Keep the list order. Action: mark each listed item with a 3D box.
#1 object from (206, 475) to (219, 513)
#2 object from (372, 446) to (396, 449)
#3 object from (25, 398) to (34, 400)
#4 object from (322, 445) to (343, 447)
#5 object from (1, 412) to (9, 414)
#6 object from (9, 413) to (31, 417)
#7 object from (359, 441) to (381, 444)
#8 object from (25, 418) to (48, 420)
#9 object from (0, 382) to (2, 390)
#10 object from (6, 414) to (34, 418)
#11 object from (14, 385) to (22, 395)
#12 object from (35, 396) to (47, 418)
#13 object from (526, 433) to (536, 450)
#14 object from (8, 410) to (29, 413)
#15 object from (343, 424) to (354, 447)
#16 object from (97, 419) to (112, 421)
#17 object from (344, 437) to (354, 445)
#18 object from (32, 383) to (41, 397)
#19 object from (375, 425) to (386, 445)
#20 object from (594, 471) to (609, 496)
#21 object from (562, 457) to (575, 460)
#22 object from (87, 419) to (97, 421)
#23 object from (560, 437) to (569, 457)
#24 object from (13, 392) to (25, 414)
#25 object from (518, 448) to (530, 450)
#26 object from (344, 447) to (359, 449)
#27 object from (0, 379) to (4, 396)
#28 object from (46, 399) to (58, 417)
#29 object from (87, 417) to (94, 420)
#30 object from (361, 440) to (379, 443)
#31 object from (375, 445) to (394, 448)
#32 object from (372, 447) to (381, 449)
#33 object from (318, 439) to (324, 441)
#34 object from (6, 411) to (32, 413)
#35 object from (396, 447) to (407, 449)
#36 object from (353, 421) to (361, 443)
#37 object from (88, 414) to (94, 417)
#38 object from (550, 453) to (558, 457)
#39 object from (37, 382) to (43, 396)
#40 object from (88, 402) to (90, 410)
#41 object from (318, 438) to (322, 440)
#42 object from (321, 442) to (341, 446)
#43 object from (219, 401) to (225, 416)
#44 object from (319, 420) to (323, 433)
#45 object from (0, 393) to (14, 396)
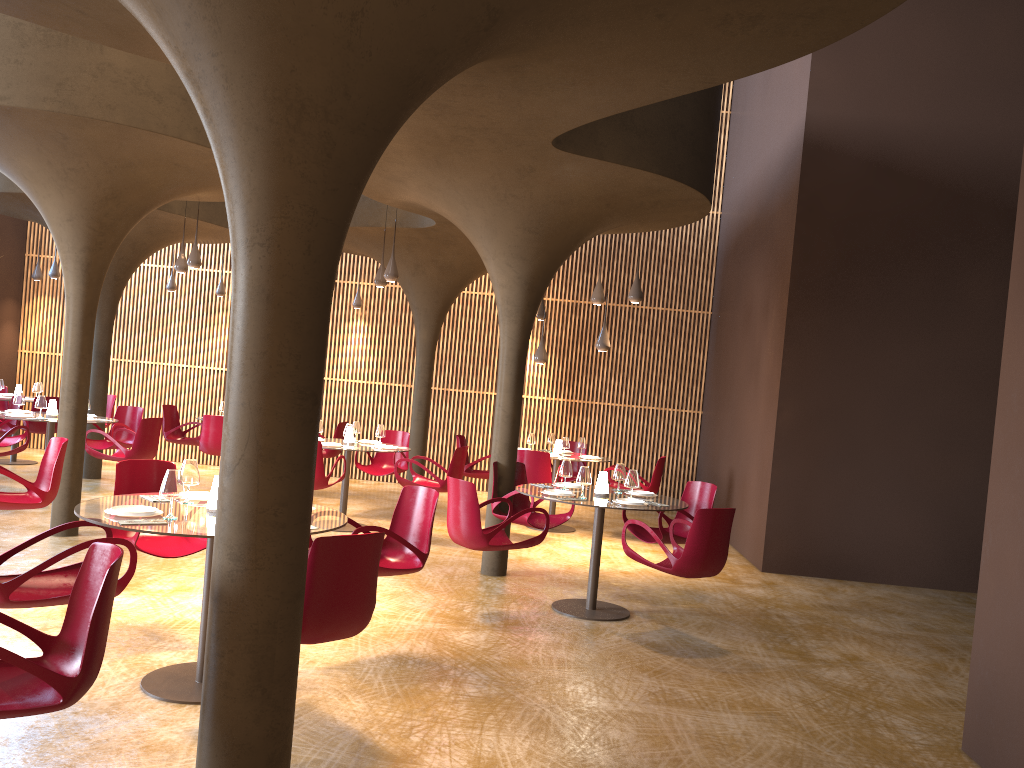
[{"bbox_3d":[-1.901,0.712,5.751,0.142,0.232,0.144,4,1,-37],"label":"object"},{"bbox_3d":[-1.704,0.845,11.819,0.331,0.014,0.332,5,0,36],"label":"object"},{"bbox_3d":[-8.224,0.256,15.045,0.263,0.029,0.263,5,0,-4],"label":"object"},{"bbox_3d":[-2.342,0.788,11.423,0.332,0.014,0.331,5,0,-8],"label":"object"},{"bbox_3d":[-6.925,0.384,11.950,0.261,0.017,0.126,5,0,19],"label":"object"},{"bbox_3d":[-6.431,0.411,11.587,0.263,0.029,0.263,5,0,12],"label":"object"},{"bbox_3d":[-1.989,0.821,12.439,0.332,0.014,0.331,5,0,-15],"label":"object"},{"bbox_3d":[-6.152,0.453,11.478,0.126,0.017,0.262,5,0,18],"label":"object"},{"bbox_3d":[-8.729,0.083,15.019,0.142,0.295,0.142,5,1,2],"label":"object"},{"bbox_3d":[-6.432,0.421,11.587,0.332,0.014,0.331,5,0,-4],"label":"object"},{"bbox_3d":[-8.578,0.128,15.408,0.144,0.232,0.142,5,1,-22],"label":"object"},{"bbox_3d":[-6.218,0.303,11.699,0.142,0.295,0.142,5,1,-6],"label":"object"},{"bbox_3d":[0.289,0.889,13.413,0.142,0.295,0.141,4,1,-39],"label":"object"},{"bbox_3d":[-6.806,0.379,12.228,0.263,0.029,0.263,5,0,4],"label":"object"},{"bbox_3d":[-2.128,0.669,11.536,0.142,0.295,0.142,5,1,-6],"label":"object"},{"bbox_3d":[-5.659,0.499,12.253,0.261,0.017,0.126,5,0,23],"label":"object"},{"bbox_3d":[-2.191,0.695,11.950,0.142,0.232,0.144,5,1,-22],"label":"object"},{"bbox_3d":[-8.189,0.132,15.274,0.142,0.295,0.141,4,1,-38],"label":"object"},{"bbox_3d":[-1.787,0.701,12.028,0.142,0.295,0.141,5,1,-23],"label":"object"},{"bbox_3d":[0.876,0.965,8.601,0.144,0.232,0.142,4,1,-40],"label":"object"},{"bbox_3d":[0.818,1.081,12.839,0.126,0.017,0.262,5,0,24],"label":"object"},{"bbox_3d":[-5.794,0.479,11.983,0.331,0.014,0.332,5,0,33],"label":"object"},{"bbox_3d":[0.776,0.932,13.067,0.142,0.295,0.142,5,1,11],"label":"object"},{"bbox_3d":[-6.686,0.261,12.019,0.141,0.295,0.142,6,2,41],"label":"object"},{"bbox_3d":[0.165,1.006,13.619,0.263,0.029,0.263,5,0,15],"label":"object"},{"bbox_3d":[-2.063,0.820,11.314,0.126,0.017,0.262,5,0,18],"label":"object"},{"bbox_3d":[-8.974,0.062,15.531,0.142,0.295,0.142,5,1,3],"label":"object"},{"bbox_3d":[-6.281,0.329,12.114,0.142,0.232,0.144,4,1,-42],"label":"object"},{"bbox_3d":[-5.793,0.469,11.982,0.263,0.029,0.263,5,0,27],"label":"object"},{"bbox_3d":[-1.988,0.811,12.438,0.263,0.029,0.263,5,0,4],"label":"object"},{"bbox_3d":[-1.703,0.836,11.819,0.263,0.029,0.263,5,0,11],"label":"object"},{"bbox_3d":[-1.705,0.847,11.814,0.204,0.012,0.411,5,0,19],"label":"object"},{"bbox_3d":[-2.717,0.755,12.064,0.331,0.014,0.332,5,0,29],"label":"object"},{"bbox_3d":[-6.807,0.388,12.228,0.331,0.014,0.332,5,0,29],"label":"object"},{"bbox_3d":[-1.569,0.865,12.089,0.261,0.017,0.126,5,0,23],"label":"object"},{"bbox_3d":[-2.170,0.667,12.305,0.141,0.295,0.142,6,1,35],"label":"object"},{"bbox_3d":[-6.078,0.445,12.602,0.263,0.029,0.263,5,0,4],"label":"object"},{"bbox_3d":[0.552,1.040,12.976,0.263,0.029,0.263,5,0,8],"label":"object"},{"bbox_3d":[-8.381,0.115,15.707,0.142,0.295,0.142,6,1,20],"label":"object"},{"bbox_3d":[-5.877,0.334,12.191,0.142,0.295,0.141,5,1,-23],"label":"object"},{"bbox_3d":[-2.717,0.745,12.064,0.263,0.029,0.263,5,0,10],"label":"object"},{"bbox_3d":[-2.341,0.778,11.423,0.263,0.029,0.263,5,0,21],"label":"object"},{"bbox_3d":[-4.775,0.437,14.660,0.142,0.295,0.141,5,1,-25],"label":"object"},{"bbox_3d":[-2.596,0.628,11.855,0.141,0.295,0.142,6,2,41],"label":"object"},{"bbox_3d":[-8.978,0.189,15.767,0.263,0.029,0.263,5,0,-44],"label":"object"}]
